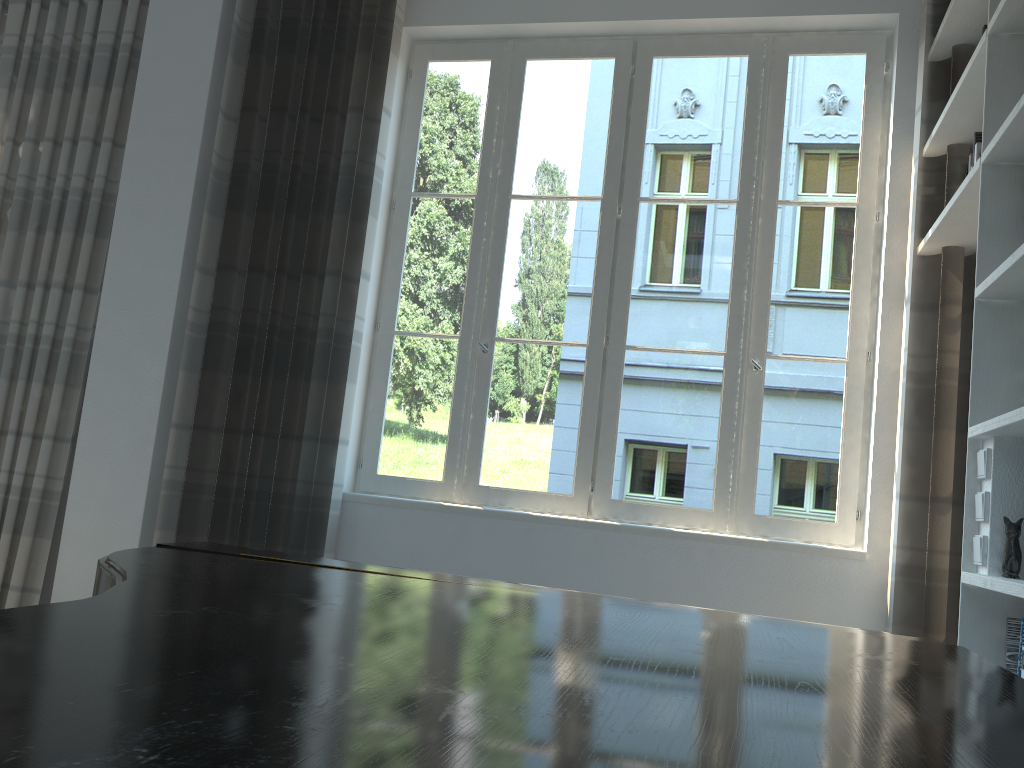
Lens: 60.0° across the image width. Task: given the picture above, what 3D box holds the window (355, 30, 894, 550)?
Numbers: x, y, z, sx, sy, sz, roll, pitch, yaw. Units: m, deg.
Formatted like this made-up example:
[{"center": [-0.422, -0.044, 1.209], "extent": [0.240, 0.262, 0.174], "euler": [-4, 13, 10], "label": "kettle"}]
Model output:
[{"center": [0.404, -0.455, 3.532], "extent": [1.982, 2.006, 0.073], "euler": [4, -7, 14], "label": "window"}]

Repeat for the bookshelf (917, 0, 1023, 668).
[{"center": [0.815, -0.493, 0.066], "extent": [0.330, 3.138, 6.308], "euler": [5, -7, 14], "label": "bookshelf"}]

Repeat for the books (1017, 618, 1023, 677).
[{"center": [1.286, 0.705, 2.092], "extent": [0.172, 0.283, 0.052], "euler": [4, -7, 14], "label": "books"}]

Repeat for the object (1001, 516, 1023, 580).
[{"center": [1.188, 0.390, 2.106], "extent": [0.045, 0.146, 0.045], "euler": [11, -8, -37], "label": "object"}]

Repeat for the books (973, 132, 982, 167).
[{"center": [1.580, -0.666, 2.848], "extent": [0.187, 0.296, 0.013], "euler": [4, -7, 14], "label": "books"}]

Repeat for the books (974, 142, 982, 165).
[{"center": [1.561, -0.644, 2.796], "extent": [0.188, 0.236, 0.021], "euler": [4, -7, 14], "label": "books"}]

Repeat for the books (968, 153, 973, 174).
[{"center": [1.626, -0.636, 2.981], "extent": [0.170, 0.281, 0.023], "euler": [4, -7, 14], "label": "books"}]

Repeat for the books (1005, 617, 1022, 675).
[{"center": [1.285, 0.713, 2.124], "extent": [0.189, 0.276, 0.011], "euler": [4, -7, 14], "label": "books"}]

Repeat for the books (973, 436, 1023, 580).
[{"center": [1.308, 0.312, 2.169], "extent": [0.307, 0.339, 0.106], "euler": [4, -7, 14], "label": "books"}]

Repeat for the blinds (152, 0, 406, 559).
[{"center": [-0.972, -0.288, 3.668], "extent": [0.776, 3.226, 0.140], "euler": [5, -7, 14], "label": "blinds"}]

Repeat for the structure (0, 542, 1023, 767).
[{"center": [-0.157, 0.660, 0.894], "extent": [1.334, 0.831, 1.921], "euler": [4, -7, 14], "label": "structure"}]

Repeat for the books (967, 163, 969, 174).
[{"center": [1.627, -0.623, 3.037], "extent": [0.188, 0.272, 0.011], "euler": [4, -7, 14], "label": "books"}]

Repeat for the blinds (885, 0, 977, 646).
[{"center": [1.726, -0.084, 2.980], "extent": [0.776, 3.226, 0.140], "euler": [5, -7, 14], "label": "blinds"}]

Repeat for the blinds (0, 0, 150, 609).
[{"center": [-2.257, -0.406, 3.994], "extent": [1.025, 3.256, 0.183], "euler": [5, -7, 14], "label": "blinds"}]

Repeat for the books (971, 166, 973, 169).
[{"center": [1.612, -0.612, 2.934], "extent": [0.181, 0.220, 0.010], "euler": [4, -7, 14], "label": "books"}]

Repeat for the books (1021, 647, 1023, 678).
[{"center": [1.265, 0.725, 2.019], "extent": [0.187, 0.220, 0.022], "euler": [4, -7, 14], "label": "books"}]

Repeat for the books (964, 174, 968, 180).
[{"center": [1.632, -0.603, 3.021], "extent": [0.179, 0.227, 0.013], "euler": [4, -7, 14], "label": "books"}]

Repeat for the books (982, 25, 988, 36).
[{"center": [1.617, -1.024, 2.862], "extent": [0.186, 0.282, 0.023], "euler": [4, -7, 14], "label": "books"}]
